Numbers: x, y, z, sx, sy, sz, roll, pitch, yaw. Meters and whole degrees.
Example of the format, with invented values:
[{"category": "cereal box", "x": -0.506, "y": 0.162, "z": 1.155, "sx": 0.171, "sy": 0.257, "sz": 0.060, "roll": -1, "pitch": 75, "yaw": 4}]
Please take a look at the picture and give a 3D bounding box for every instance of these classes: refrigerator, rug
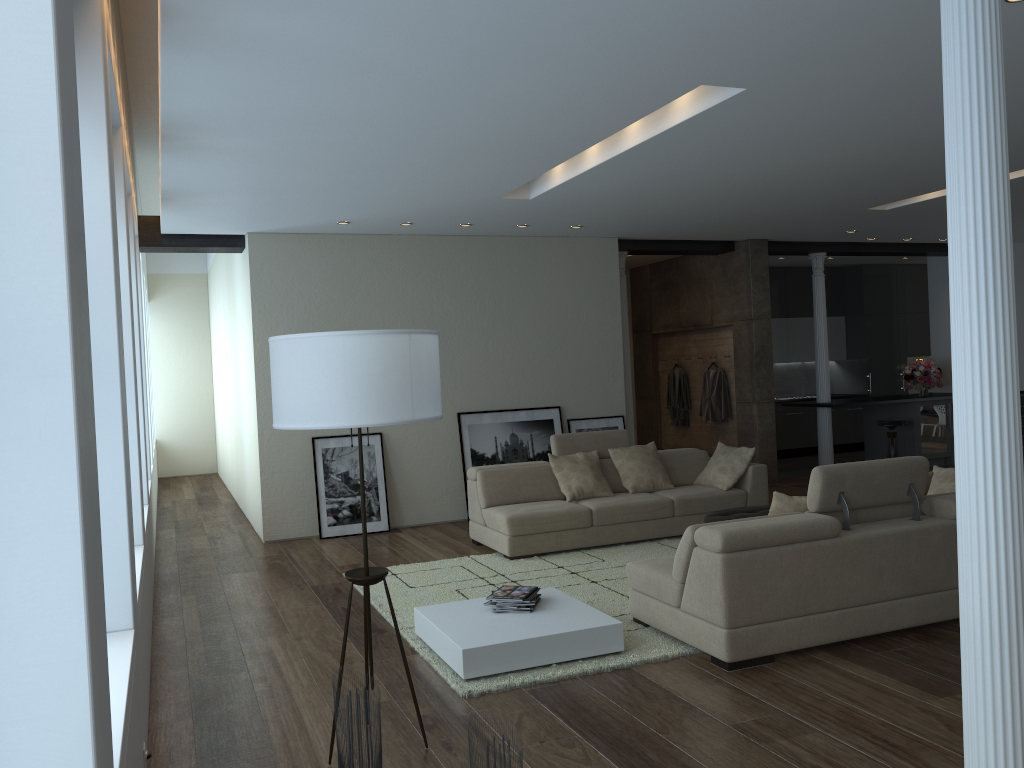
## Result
[{"category": "refrigerator", "x": 5.608, "y": 0.602, "z": 11.807, "sx": 0.578, "sy": 0.774, "sz": 0.075, "roll": -3, "pitch": 1, "yaw": -18}, {"category": "rug", "x": 1.185, "y": 1.391, "z": 6.389, "sx": 4.231, "sy": 0.020, "sz": 2.972, "roll": -3, "pitch": 1, "yaw": -22}]

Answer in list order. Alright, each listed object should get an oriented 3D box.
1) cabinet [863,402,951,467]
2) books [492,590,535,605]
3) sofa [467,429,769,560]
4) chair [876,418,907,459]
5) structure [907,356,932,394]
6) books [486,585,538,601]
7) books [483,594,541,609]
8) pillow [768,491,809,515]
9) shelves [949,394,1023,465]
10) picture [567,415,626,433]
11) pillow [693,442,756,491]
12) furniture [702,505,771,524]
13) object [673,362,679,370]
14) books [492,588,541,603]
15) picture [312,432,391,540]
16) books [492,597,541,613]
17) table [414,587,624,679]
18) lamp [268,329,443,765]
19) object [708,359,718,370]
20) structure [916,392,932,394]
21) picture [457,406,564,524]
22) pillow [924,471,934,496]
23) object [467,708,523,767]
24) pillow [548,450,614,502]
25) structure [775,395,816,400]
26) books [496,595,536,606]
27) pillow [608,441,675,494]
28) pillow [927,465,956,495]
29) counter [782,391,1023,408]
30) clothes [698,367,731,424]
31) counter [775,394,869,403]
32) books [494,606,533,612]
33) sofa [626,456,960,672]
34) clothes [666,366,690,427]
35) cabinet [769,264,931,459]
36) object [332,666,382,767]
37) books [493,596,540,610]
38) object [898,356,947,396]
[{"category": "cabinet", "x": 5.425, "y": 0.664, "z": 12.199, "sx": 0.642, "sy": 0.897, "sz": 0.900, "roll": -3, "pitch": 1, "yaw": -22}, {"category": "books", "x": 0.004, "y": 1.232, "z": 5.144, "sx": 0.220, "sy": 0.010, "sz": 0.300, "roll": -3, "pitch": 1, "yaw": -7}, {"category": "sofa", "x": 0.963, "y": 0.912, "z": 8.058, "sx": 2.581, "sy": 0.950, "sz": 1.021, "roll": -3, "pitch": 1, "yaw": -22}, {"category": "chair", "x": 5.393, "y": 0.953, "z": 8.092, "sx": 16.134, "sy": 0.952, "sz": 21.556, "roll": -3, "pitch": 1, "yaw": -22}, {"category": "structure", "x": 6.666, "y": -0.152, "z": 14.874, "sx": 0.595, "sy": 0.596, "sz": 0.591, "roll": -3, "pitch": 1, "yaw": -22}, {"category": "books", "x": 0.003, "y": 1.213, "z": 5.144, "sx": 0.220, "sy": 0.010, "sz": 0.300, "roll": -2, "pitch": 1, "yaw": 18}, {"category": "books", "x": 0.005, "y": 1.251, "z": 5.144, "sx": 0.220, "sy": 0.010, "sz": 0.300, "roll": -2, "pitch": 1, "yaw": 28}, {"category": "pillow", "x": 1.696, "y": 0.800, "z": 5.179, "sx": 0.519, "sy": 0.416, "sz": 0.368, "roll": -3, "pitch": 1, "yaw": -17}, {"category": "shelves", "x": 6.513, "y": 0.606, "z": 12.629, "sx": 1.700, "sy": 0.897, "sz": 0.900, "roll": -3, "pitch": 1, "yaw": -22}, {"category": "picture", "x": 0.988, "y": 0.864, "z": 9.804, "sx": 0.700, "sy": 0.988, "sz": 0.195, "roll": -3, "pitch": 1, "yaw": -22}, {"category": "pillow", "x": 1.982, "y": 0.754, "z": 8.221, "sx": 0.395, "sy": 0.393, "sz": 0.518, "roll": -3, "pitch": 1, "yaw": -25}, {"category": "furniture", "x": 1.987, "y": 1.161, "z": 6.731, "sx": 1.057, "sy": 0.355, "sz": 1.057, "roll": -3, "pitch": 1, "yaw": -20}, {"category": "object", "x": 2.300, "y": -0.241, "z": 12.389, "sx": 0.010, "sy": 0.219, "sz": 0.430, "roll": -3, "pitch": 1, "yaw": -22}, {"category": "books", "x": 0.028, "y": 1.221, "z": 5.138, "sx": 0.220, "sy": 0.010, "sz": 0.300, "roll": -3, "pitch": 1, "yaw": 13}, {"category": "picture", "x": -1.591, "y": 1.001, "z": 8.786, "sx": 0.700, "sy": 0.988, "sz": 0.195, "roll": -3, "pitch": 1, "yaw": -22}, {"category": "books", "x": 0.031, "y": 1.279, "z": 5.139, "sx": 0.220, "sy": 0.010, "sz": 0.300, "roll": -3, "pitch": 1, "yaw": 13}, {"category": "table", "x": 0.010, "y": 1.373, "z": 4.954, "sx": 0.900, "sy": 0.170, "sz": 0.900, "roll": -3, "pitch": 1, "yaw": -22}, {"category": "lamp", "x": -0.616, "y": 0.657, "z": 3.717, "sx": 0.698, "sy": 1.728, "sz": 0.698, "roll": -3, "pitch": 1, "yaw": 2}, {"category": "object", "x": 2.620, "y": -0.244, "z": 11.546, "sx": 0.010, "sy": 0.219, "sz": 0.430, "roll": -3, "pitch": 1, "yaw": -22}, {"category": "structure", "x": 6.694, "y": 0.448, "z": 14.882, "sx": 0.595, "sy": 0.596, "sz": 0.591, "roll": -3, "pitch": 1, "yaw": -22}, {"category": "picture", "x": 0.041, "y": 0.840, "z": 9.415, "sx": 1.183, "sy": 1.140, "sz": 0.225, "roll": -3, "pitch": 1, "yaw": -22}, {"category": "pillow", "x": 2.281, "y": 0.759, "z": 5.396, "sx": 0.534, "sy": 0.439, "sz": 0.301, "roll": -3, "pitch": 1, "yaw": -18}, {"category": "object", "x": -0.022, "y": 1.131, "z": 1.999, "sx": 0.458, "sy": 0.781, "sz": 0.458, "roll": -3, "pitch": 1, "yaw": -22}, {"category": "pillow", "x": 0.613, "y": 0.812, "z": 7.921, "sx": 0.519, "sy": 0.416, "sz": 0.368, "roll": -3, "pitch": 1, "yaw": -26}, {"category": "structure", "x": 4.468, "y": 0.225, "z": 14.088, "sx": 0.900, "sy": 0.066, "sz": 0.520, "roll": -3, "pitch": 1, "yaw": -22}, {"category": "books", "x": 0.029, "y": 1.240, "z": 5.138, "sx": 0.220, "sy": 0.010, "sz": 0.300, "roll": -3, "pitch": 1, "yaw": 3}, {"category": "pillow", "x": 1.188, "y": 0.770, "z": 8.162, "sx": 0.534, "sy": 0.439, "sz": 0.301, "roll": -3, "pitch": 1, "yaw": -25}, {"category": "pillow", "x": 2.901, "y": 0.744, "z": 5.897, "sx": 0.395, "sy": 0.393, "sz": 0.518, "roll": -3, "pitch": 1, "yaw": -18}, {"category": "counter", "x": 5.562, "y": 0.188, "z": 12.255, "sx": 3.700, "sy": 0.040, "sz": 1.000, "roll": -3, "pitch": 1, "yaw": -22}, {"category": "clothes", "x": 2.621, "y": 0.145, "z": 11.556, "sx": 0.173, "sy": 0.735, "sz": 0.700, "roll": -3, "pitch": 1, "yaw": -23}, {"category": "counter", "x": 3.897, "y": 0.364, "z": 13.907, "sx": 3.597, "sy": 0.223, "sz": 0.807, "roll": -3, "pitch": 1, "yaw": -22}, {"category": "books", "x": 0.006, "y": 1.271, "z": 5.145, "sx": 0.220, "sy": 0.010, "sz": 0.300, "roll": -3, "pitch": 1, "yaw": -2}, {"category": "sofa", "x": 2.046, "y": 0.900, "z": 5.318, "sx": 2.581, "sy": 0.950, "sz": 1.021, "roll": -3, "pitch": 1, "yaw": -22}, {"category": "clothes", "x": 2.301, "y": 0.173, "z": 12.395, "sx": 0.141, "sy": 0.855, "sz": 0.569, "roll": -3, "pitch": 1, "yaw": -21}, {"category": "cabinet", "x": 5.637, "y": -0.430, "z": 14.587, "sx": 7.409, "sy": 2.980, "sz": 0.827, "roll": -3, "pitch": 1, "yaw": -22}, {"category": "object", "x": -0.396, "y": 1.144, "z": 2.353, "sx": 0.458, "sy": 0.781, "sz": 0.458, "roll": -3, "pitch": 1, "yaw": -22}, {"category": "books", "x": 0.030, "y": 1.260, "z": 5.139, "sx": 0.220, "sy": 0.010, "sz": 0.300, "roll": -3, "pitch": 1, "yaw": 13}, {"category": "object", "x": 5.641, "y": -0.109, "z": 12.181, "sx": 0.544, "sy": 0.552, "sz": 0.570, "roll": -3, "pitch": 1, "yaw": -15}]
